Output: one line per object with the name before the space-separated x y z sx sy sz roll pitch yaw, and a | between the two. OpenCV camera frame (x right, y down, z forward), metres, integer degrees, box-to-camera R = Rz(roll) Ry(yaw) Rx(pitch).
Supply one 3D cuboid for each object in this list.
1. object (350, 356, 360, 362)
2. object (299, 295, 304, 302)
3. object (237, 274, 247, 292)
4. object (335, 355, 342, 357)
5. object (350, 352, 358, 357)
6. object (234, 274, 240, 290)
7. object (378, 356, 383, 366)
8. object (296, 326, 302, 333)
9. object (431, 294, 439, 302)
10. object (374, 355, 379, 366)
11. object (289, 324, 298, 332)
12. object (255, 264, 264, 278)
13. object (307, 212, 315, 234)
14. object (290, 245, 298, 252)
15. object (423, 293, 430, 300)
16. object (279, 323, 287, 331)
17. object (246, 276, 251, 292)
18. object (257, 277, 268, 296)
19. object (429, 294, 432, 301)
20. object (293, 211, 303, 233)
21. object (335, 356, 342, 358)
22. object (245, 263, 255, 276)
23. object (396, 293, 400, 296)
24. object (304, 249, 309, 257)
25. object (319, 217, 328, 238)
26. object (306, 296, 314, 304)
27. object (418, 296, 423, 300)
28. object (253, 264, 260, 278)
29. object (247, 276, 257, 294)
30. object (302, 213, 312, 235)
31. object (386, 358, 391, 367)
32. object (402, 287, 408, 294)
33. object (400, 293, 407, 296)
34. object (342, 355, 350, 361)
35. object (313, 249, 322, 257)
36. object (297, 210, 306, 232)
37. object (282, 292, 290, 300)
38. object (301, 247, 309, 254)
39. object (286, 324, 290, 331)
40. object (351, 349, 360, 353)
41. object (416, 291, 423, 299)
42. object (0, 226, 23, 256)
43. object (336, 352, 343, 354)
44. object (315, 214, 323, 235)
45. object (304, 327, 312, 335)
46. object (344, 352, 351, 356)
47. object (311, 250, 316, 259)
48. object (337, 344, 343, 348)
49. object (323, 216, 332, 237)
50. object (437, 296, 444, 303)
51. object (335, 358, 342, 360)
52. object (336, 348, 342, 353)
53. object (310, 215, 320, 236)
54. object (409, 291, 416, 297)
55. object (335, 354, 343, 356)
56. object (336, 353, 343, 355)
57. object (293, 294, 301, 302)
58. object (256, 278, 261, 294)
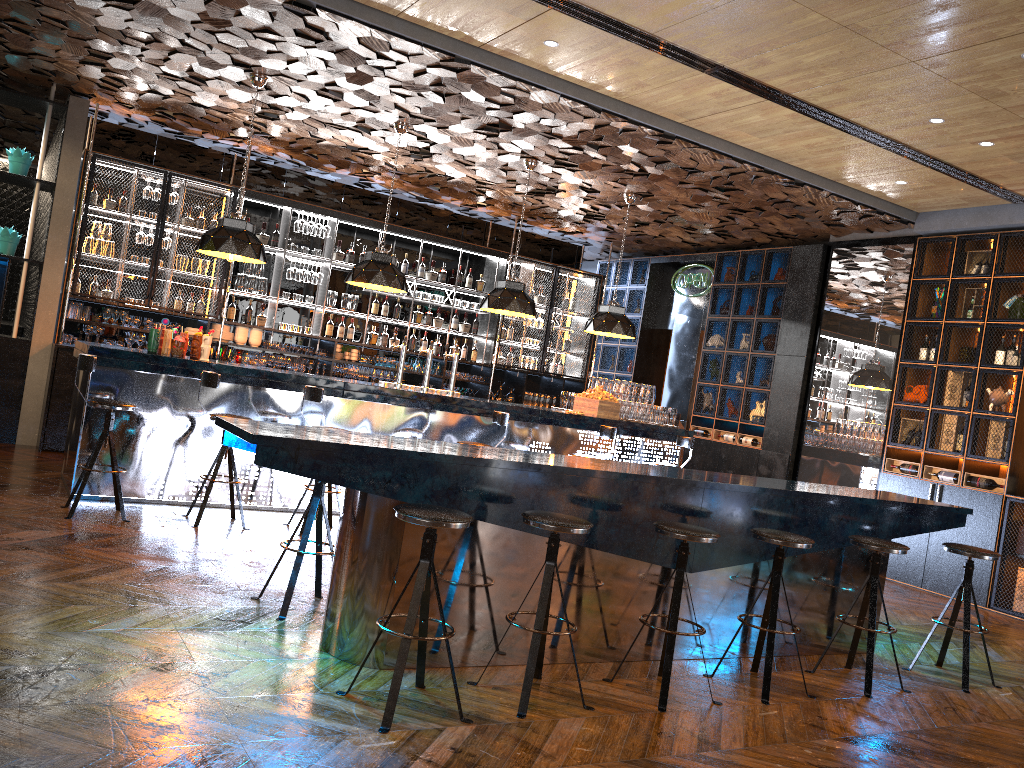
object | -1.940 -0.302 10.879 0.106 0.067 0.094 9 0 -42
object | -2.564 -1.023 10.697 0.089 0.092 0.089 9 0 1
object | -3.119 -1.169 10.265 0.105 0.209 0.105 9 0 14
object | -2.130 -0.342 10.782 0.149 0.024 0.149 9 0 -31
object | -1.937 -0.348 10.881 0.094 0.069 0.106 9 0 11
object | -3.187 -1.179 10.360 0.105 0.209 0.105 9 0 14
object | -1.642 -0.285 11.147 0.100 0.125 0.100 9 0 17
object | -2.575 -0.654 10.667 0.089 0.092 0.089 9 0 -20
object | -0.997 -1.107 11.438 0.089 0.092 0.089 9 0 23
object | -1.704 -0.294 11.248 0.100 0.125 0.100 9 0 -17
object | -2.601 -0.658 10.537 0.089 0.092 0.089 9 0 23
object | -2.943 -1.352 10.361 0.105 0.209 0.105 9 0 14
object | -2.386 -1.915 10.532 0.092 0.244 0.092 9 0 20
object | -2.594 -1.603 10.543 0.089 0.092 0.089 9 0 28
object | -1.098 -1.123 11.406 0.089 0.092 0.089 9 0 23
object | -2.709 -0.675 10.488 0.089 0.092 0.089 9 0 31
object | -3.079 -1.162 10.416 0.105 0.209 0.105 9 0 14
object | -2.914 -1.137 10.374 0.105 0.209 0.105 9 0 14
object | -1.088 -1.121 11.551 0.089 0.092 0.089 9 0 -31
object | -2.562 -1.942 10.618 0.092 0.244 0.092 9 0 20
object | -2.131 -0.330 10.783 0.149 0.023 0.149 9 0 44
object | -3.038 -1.367 10.293 0.105 0.209 0.105 9 0 14
object | -1.462 -1.179 11.337 0.089 0.092 0.089 9 0 -41
object | -2.499 -1.588 10.716 0.089 0.092 0.089 9 0 -20
object | -2.296 -1.900 10.777 0.092 0.244 0.092 9 0 20
object | -2.415 -1.000 10.585 0.089 0.092 0.089 9 0 44
object | -1.205 -1.139 11.525 0.089 0.092 0.089 9 0 9
object | -2.993 -1.360 10.437 0.105 0.209 0.105 9 0 14
object | -3.018 -1.153 10.326 0.105 0.209 0.105 9 0 14
object | -2.469 -1.927 10.674 0.092 0.244 0.092 9 0 20
object | -1.545 -0.270 11.201 0.108 0.126 0.108 9 0 -36
object | -1.368 -1.185 11.229 0.089 0.092 0.089 9 0 -40
object | -1.371 -1.165 11.229 0.089 0.092 0.089 9 0 -5
object | -2.034 -0.317 10.930 0.094 0.067 0.106 9 0 22
object | -2.332 -1.562 10.615 0.089 0.092 0.089 9 0 28
object | -2.479 -1.929 10.476 0.092 0.244 0.092 9 0 20
object | -2.687 -1.042 10.544 0.089 0.092 0.089 9 0 38
object | -2.479 -1.585 10.585 0.089 0.092 0.089 9 0 28
object | -2.728 -0.678 10.674 0.089 0.092 0.089 9 0 31
object | -1.927 -0.392 10.870 0.094 0.068 0.106 9 0 -31
object | -1.185 -1.136 11.339 0.089 0.092 0.089 9 0 31
object | -5.120 -1.452 8.983 0.265 0.325 0.245 9 0 -37
object | -2.126 -0.373 10.781 0.149 0.026 0.148 9 0 -24
object | -2.301 -1.901 10.583 0.092 0.244 0.092 9 0 20
object | -2.453 -0.635 10.667 0.089 0.092 0.089 9 0 -20
object | -2.020 -0.361 10.932 0.105 0.069 0.094 9 0 36
object | -2.398 -1.572 10.789 0.089 0.092 0.089 9 0 28
object | -2.119 -0.449 10.776 0.094 0.069 0.106 9 0 -25
object | -2.213 -1.888 10.636 0.092 0.244 0.092 9 0 20
object | -0.930 -1.096 11.518 0.089 0.092 0.089 9 0 14
object | -2.135 -0.309 10.782 0.149 0.022 0.149 9 0 28
object | -2.117 -0.404 10.782 0.107 0.070 0.094 9 0 0
object | -2.384 -1.914 10.725 0.092 0.244 0.092 9 0 20
object | -1.287 -1.152 11.468 0.089 0.092 0.089 9 0 11
object | -2.127 -0.351 10.782 0.149 0.026 0.148 9 0 -24
object | -2.127 -0.362 10.782 0.149 0.025 0.149 9 0 22
object | -2.567 -1.024 10.565 0.089 0.092 0.089 9 0 38
object | -2.981 -1.147 10.463 0.105 0.209 0.105 9 0 14
